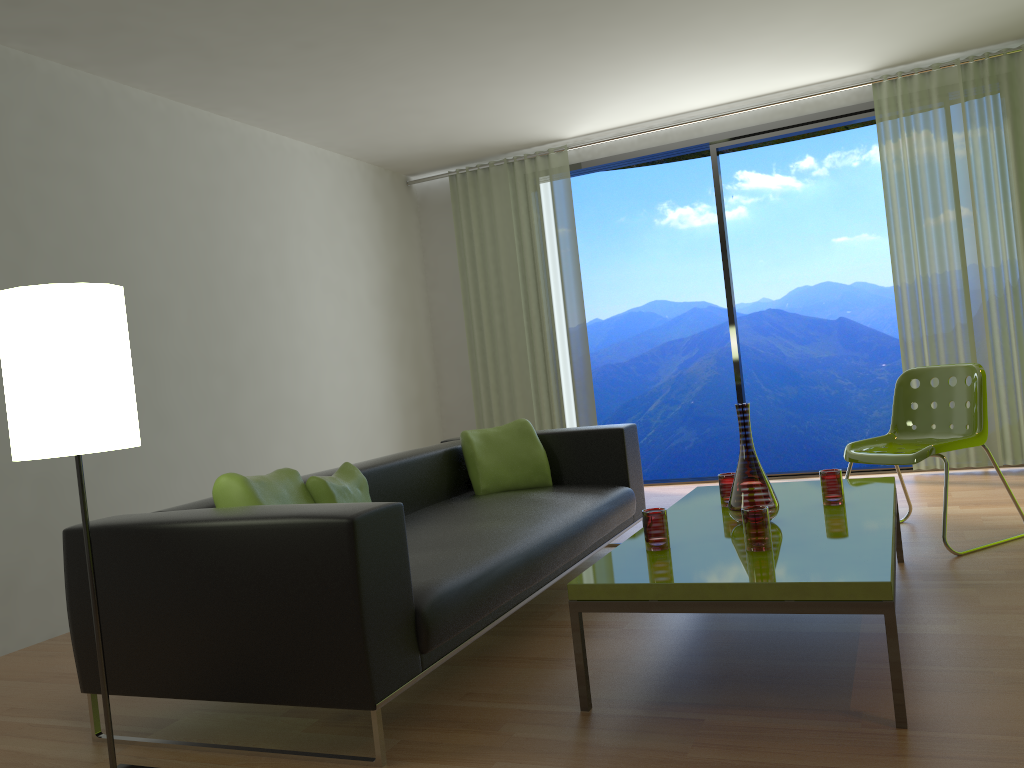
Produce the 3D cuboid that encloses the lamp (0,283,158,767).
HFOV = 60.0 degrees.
[{"bbox_3d":[-1.031,0.394,2.161,0.302,1.244,0.295,-6,0,24],"label":"lamp"}]

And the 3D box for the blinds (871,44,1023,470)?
[{"bbox_3d":[2.940,-0.762,5.579,1.012,2.568,0.067,-6,0,24],"label":"blinds"}]

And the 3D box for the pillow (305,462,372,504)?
[{"bbox_3d":[-0.608,0.455,3.219,0.164,0.317,0.380,-6,0,7],"label":"pillow"}]

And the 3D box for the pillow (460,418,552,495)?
[{"bbox_3d":[-0.040,0.366,4.351,0.399,0.362,0.269,-6,0,-18],"label":"pillow"}]

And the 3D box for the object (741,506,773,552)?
[{"bbox_3d":[0.707,0.418,2.557,0.076,0.122,0.075,-6,0,-11],"label":"object"}]

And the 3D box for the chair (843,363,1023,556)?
[{"bbox_3d":[1.819,0.313,3.968,0.546,0.759,0.640,-6,0,-28],"label":"chair"}]

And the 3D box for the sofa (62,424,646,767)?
[{"bbox_3d":[-0.279,0.610,3.518,1.061,0.639,2.583,-6,0,24],"label":"sofa"}]

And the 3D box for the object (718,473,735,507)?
[{"bbox_3d":[0.821,0.400,3.343,0.075,0.122,0.076,-7,0,-32],"label":"object"}]

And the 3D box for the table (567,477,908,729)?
[{"bbox_3d":[0.871,0.630,2.998,0.810,0.349,1.682,-6,0,24],"label":"table"}]

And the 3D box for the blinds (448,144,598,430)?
[{"bbox_3d":[0.101,-0.459,6.836,1.012,2.568,0.067,-6,0,24],"label":"blinds"}]

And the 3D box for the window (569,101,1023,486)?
[{"bbox_3d":[1.791,-0.558,6.337,3.336,2.498,0.219,-6,0,24],"label":"window"}]

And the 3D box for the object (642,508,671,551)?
[{"bbox_3d":[0.442,0.446,2.716,0.075,0.122,0.076,-7,0,-32],"label":"object"}]

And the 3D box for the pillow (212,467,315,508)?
[{"bbox_3d":[-0.755,0.459,2.853,0.210,0.403,0.457,-6,0,10],"label":"pillow"}]

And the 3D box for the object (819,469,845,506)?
[{"bbox_3d":[1.135,0.367,3.143,0.075,0.122,0.076,-7,0,-32],"label":"object"}]

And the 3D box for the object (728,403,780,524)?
[{"bbox_3d":[0.792,0.264,2.965,0.168,0.400,0.168,-6,0,10],"label":"object"}]
